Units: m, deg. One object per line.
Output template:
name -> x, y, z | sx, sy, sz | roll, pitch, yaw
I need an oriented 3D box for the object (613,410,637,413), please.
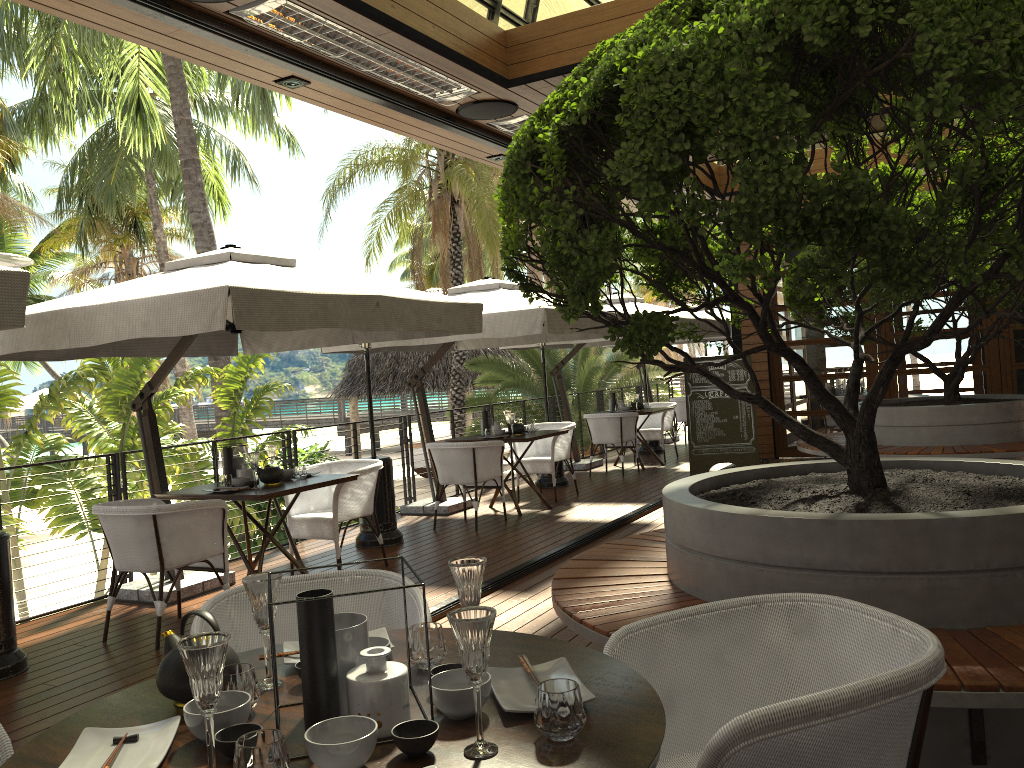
object -> 1.464, 0.353, 11.418 | 0.294, 0.025, 0.170 | -4, 1, 29

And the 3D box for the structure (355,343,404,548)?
structure -> -1.193, 0.251, 7.497 | 0.699, 2.192, 0.699 | -4, 0, 16

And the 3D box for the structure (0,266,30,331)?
structure -> -3.381, 0.400, 2.864 | 2.412, 2.333, 2.415 | -4, 0, 29

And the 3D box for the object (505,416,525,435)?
object -> 0.044, 0.409, 8.720 | 0.163, 0.179, 0.168 | -4, 0, 30

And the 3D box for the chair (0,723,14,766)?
chair -> -1.213, 1.039, 1.496 | 0.617, 0.788, 0.627 | -4, 0, -15

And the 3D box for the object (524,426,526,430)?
object -> 0.088, 0.461, 8.931 | 0.116, 0.065, 0.116 | -4, 1, 27

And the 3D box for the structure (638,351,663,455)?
structure -> 2.018, -0.049, 13.407 | 0.699, 2.192, 0.699 | -4, 0, 16

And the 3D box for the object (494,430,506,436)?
object -> -0.117, 0.480, 8.610 | 0.116, 0.065, 0.116 | -4, 1, 27

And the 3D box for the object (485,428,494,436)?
object -> -0.224, 0.476, 8.644 | 0.086, 0.086, 0.086 | -4, 0, 33

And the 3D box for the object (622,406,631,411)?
object -> 1.496, 0.329, 11.578 | 0.116, 0.065, 0.116 | -4, 1, 33

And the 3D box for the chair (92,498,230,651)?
chair -> -2.018, 1.047, 5.095 | 0.627, 0.788, 0.617 | -4, 0, 30

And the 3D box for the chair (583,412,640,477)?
chair -> 1.249, 0.741, 11.109 | 0.627, 0.788, 0.617 | -4, 0, 30

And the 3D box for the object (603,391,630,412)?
object -> 1.391, 0.233, 11.834 | 0.263, 0.264, 0.263 | -4, 0, -16

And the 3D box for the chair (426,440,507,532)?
chair -> -0.416, 0.897, 8.044 | 0.627, 0.788, 0.617 | -4, 0, 30

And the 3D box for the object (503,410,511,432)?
object -> -0.041, 0.384, 9.048 | 0.082, 0.227, 0.082 | -4, 0, 29

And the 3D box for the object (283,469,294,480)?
object -> -1.520, 0.611, 5.972 | 0.116, 0.065, 0.116 | -4, 1, 27

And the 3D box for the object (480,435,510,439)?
object -> -0.149, 0.504, 8.449 | 0.294, 0.025, 0.170 | -4, 1, 29

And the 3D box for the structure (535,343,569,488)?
structure -> 0.396, 0.103, 10.422 | 0.699, 2.192, 0.699 | -4, 0, 16

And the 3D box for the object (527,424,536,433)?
object -> 0.192, 0.444, 8.893 | 0.086, 0.086, 0.086 | -4, 0, 33

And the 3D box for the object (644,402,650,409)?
object -> 1.805, 0.293, 11.861 | 0.086, 0.086, 0.086 | -4, 0, 33

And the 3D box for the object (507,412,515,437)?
object -> 0.001, 0.389, 8.493 | 0.082, 0.227, 0.082 | -4, 0, 18

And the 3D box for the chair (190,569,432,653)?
chair -> -0.533, 0.980, 2.459 | 0.627, 0.788, 0.616 | -4, 0, -15

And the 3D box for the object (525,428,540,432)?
object -> 0.123, 0.477, 9.092 | 0.294, 0.025, 0.170 | -4, 1, 29

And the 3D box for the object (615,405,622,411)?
object -> 1.389, 0.325, 11.613 | 0.086, 0.086, 0.086 | -4, 0, 33

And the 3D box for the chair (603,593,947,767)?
chair -> 0.564, 0.912, 1.873 | 0.617, 0.788, 0.627 | -4, 0, -15

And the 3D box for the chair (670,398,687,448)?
chair -> 2.851, 0.592, 14.056 | 0.627, 0.788, 0.617 | -4, 0, 30

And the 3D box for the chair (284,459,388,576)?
chair -> -1.255, 0.976, 6.448 | 0.627, 0.788, 0.617 | -4, 0, 30

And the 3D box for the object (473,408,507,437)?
object -> -0.222, 0.384, 8.866 | 0.263, 0.264, 0.263 | -4, 0, -16

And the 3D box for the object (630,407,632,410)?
object -> 1.614, 0.327, 11.946 | 0.080, 0.042, 0.080 | -4, 1, 20

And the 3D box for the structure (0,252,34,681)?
structure -> -2.787, 0.400, 4.563 | 0.699, 2.192, 0.699 | -4, 0, 16

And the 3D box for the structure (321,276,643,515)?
structure -> -0.158, 0.098, 8.796 | 2.412, 2.333, 2.415 | -4, 0, 29

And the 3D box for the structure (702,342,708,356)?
structure -> 3.596, -0.196, 16.311 | 0.699, 2.192, 0.699 | -4, 0, 16

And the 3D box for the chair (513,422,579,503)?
chair -> 0.375, 0.824, 9.449 | 0.627, 0.788, 0.617 | -4, 0, 30

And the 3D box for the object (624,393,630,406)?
object -> 1.572, 0.233, 12.017 | 0.082, 0.227, 0.082 | -4, 0, 29

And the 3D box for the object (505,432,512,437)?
object -> -0.030, 0.486, 8.564 | 0.080, 0.042, 0.080 | -4, 1, -10

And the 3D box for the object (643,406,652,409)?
object -> 1.736, 0.326, 12.060 | 0.294, 0.025, 0.170 | -4, 1, 29

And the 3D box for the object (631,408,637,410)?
object -> 1.583, 0.335, 11.532 | 0.080, 0.042, 0.080 | -4, 1, 20

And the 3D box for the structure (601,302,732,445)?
structure -> 3.066, -0.203, 14.728 | 2.412, 2.333, 2.415 | -4, 0, 29

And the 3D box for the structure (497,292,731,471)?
structure -> 1.454, -0.052, 11.762 | 2.412, 2.333, 2.415 | -4, 0, 29

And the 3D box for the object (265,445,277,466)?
object -> -1.649, 0.535, 6.089 | 0.082, 0.227, 0.082 | -4, 0, 29

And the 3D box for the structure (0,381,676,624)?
structure -> -3.154, 1.098, 5.496 | 0.163, 1.153, 26.282 | -4, 1, 29

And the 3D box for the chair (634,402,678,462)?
chair -> 2.012, 0.671, 12.462 | 0.627, 0.788, 0.617 | -4, 0, 30

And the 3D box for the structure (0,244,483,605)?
structure -> -1.769, 0.249, 5.830 | 2.412, 2.333, 2.415 | -4, 0, 29
